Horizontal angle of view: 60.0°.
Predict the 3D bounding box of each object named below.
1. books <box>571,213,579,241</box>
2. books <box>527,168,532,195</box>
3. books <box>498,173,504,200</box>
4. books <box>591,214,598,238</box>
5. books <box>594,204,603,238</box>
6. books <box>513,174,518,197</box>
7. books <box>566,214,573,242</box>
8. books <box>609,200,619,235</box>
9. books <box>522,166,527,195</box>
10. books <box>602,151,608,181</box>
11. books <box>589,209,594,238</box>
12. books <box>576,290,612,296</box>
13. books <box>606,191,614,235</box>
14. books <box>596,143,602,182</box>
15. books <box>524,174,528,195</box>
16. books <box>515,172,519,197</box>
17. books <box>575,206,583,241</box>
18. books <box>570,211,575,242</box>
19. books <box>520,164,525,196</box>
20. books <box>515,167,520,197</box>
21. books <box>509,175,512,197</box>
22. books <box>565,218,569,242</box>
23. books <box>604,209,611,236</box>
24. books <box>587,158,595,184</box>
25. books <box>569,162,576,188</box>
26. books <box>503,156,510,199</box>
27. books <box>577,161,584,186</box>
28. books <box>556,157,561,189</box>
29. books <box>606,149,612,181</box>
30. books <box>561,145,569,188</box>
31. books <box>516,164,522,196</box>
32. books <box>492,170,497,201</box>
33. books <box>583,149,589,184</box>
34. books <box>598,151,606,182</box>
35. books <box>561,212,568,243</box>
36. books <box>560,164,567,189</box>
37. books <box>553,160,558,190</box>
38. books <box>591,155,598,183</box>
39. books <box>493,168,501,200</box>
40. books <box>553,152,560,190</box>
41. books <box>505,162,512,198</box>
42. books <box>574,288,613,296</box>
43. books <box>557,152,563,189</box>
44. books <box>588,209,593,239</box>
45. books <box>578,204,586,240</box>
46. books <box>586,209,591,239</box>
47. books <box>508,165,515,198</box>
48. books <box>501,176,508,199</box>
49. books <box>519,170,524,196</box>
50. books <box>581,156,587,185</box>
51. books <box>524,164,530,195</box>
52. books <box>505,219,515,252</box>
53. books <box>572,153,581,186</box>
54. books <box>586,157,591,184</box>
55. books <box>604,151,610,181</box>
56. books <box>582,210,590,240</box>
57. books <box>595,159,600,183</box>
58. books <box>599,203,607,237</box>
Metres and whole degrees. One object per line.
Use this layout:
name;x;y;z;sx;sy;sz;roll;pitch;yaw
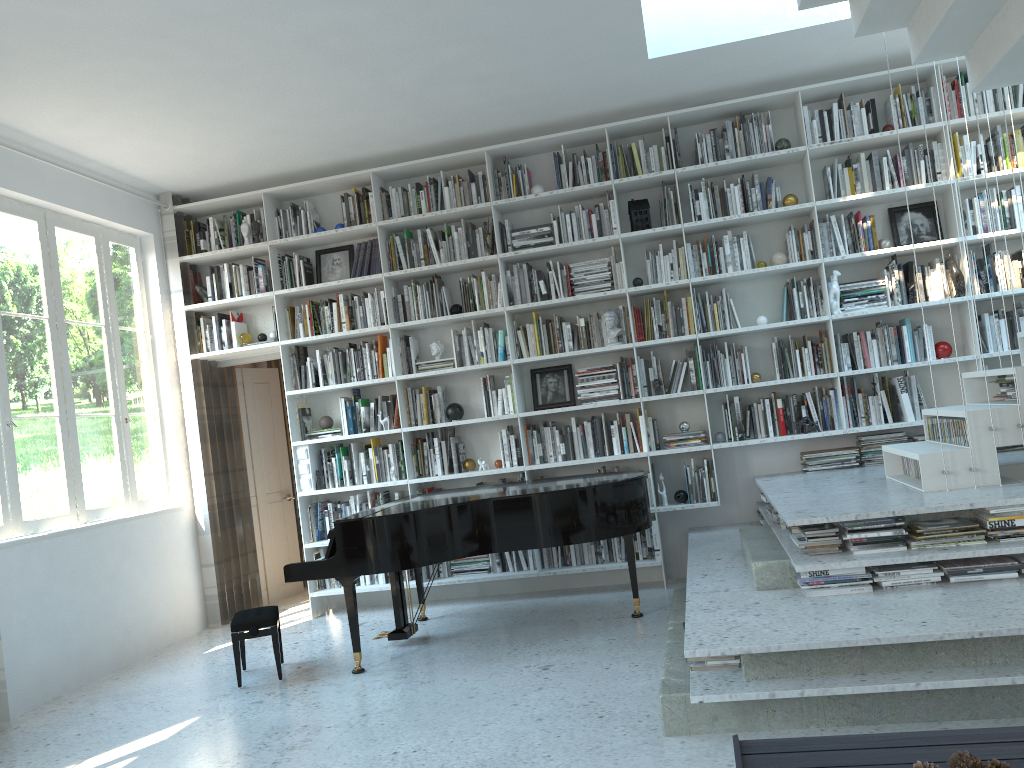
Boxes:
books;0.452;-1.067;6.193;0.028;0.219;0.183;-8;-2;11
books;0.133;-1.401;6.282;0.004;0.235;0.137;-8;-2;11
books;-0.059;-1.372;6.312;0.023;0.227;0.157;-8;-2;11
books;0.586;-1.070;6.158;0.029;0.188;0.176;-8;-2;11
books;0.611;-1.104;6.152;0.032;0.248;0.173;-8;-2;11
books;0.034;-1.369;6.286;0.023;0.195;0.172;-8;-2;11
books;0.413;-1.061;6.198;0.027;0.216;0.190;-8;-2;11
books;0.712;-1.114;6.077;0.037;0.237;0.272;-8;-2;11
books;0.103;-1.405;6.286;0.013;0.249;0.148;-8;-2;11
books;0.658;-1.477;6.167;0.014;0.244;0.145;-8;-2;11
books;0.564;-1.088;6.167;0.012;0.230;0.158;-8;-2;11
books;0.574;-0.622;6.169;0.254;0.012;0.161;-8;-3;7
books;0.686;-1.156;6.148;0.012;0.334;0.155;-8;-2;11
books;0.614;-1.503;6.174;0.012;0.308;0.138;-8;-2;11
books;0.116;-1.375;6.273;0.010;0.186;0.152;-8;-2;11
books;0.050;-1.389;6.303;0.006;0.233;0.136;-8;-2;11
books;0.481;-1.097;6.208;0.029;0.273;0.140;-8;-2;11
books;0.433;-1.077;6.207;0.012;0.244;0.131;-8;-2;11
books;0.090;-1.407;6.269;0.005;0.255;0.168;-8;-2;11
books;0.056;-1.398;6.288;0.014;0.248;0.139;-8;-2;11
books;0.010;-1.370;6.305;0.011;0.205;0.145;-8;-2;11
books;0.399;-1.052;6.216;0.011;0.204;0.133;-8;-2;11
books;0.672;-1.089;6.142;0.029;0.202;0.191;-8;-2;11
books;0.558;-1.444;6.153;0.023;0.202;0.193;-8;-2;11
books;0.422;-1.429;6.199;0.050;0.211;0.173;-8;-2;11
books;-0.022;-1.434;6.306;0.014;0.341;0.145;-8;-2;11
books;0.489;-1.434;6.183;0.033;0.203;0.166;-8;-2;11
books;0.342;-1.446;6.230;0.011;0.267;0.129;-8;-2;11
books;0.687;-1.488;6.159;0.022;0.257;0.136;-8;-2;11
books;0.384;-1.485;6.202;0.010;0.331;0.186;-8;-2;11
books;0.067;-1.408;6.280;0.013;0.264;0.147;-8;-2;11
books;-0.102;-1.379;6.322;0.012;0.254;0.161;-8;-2;11
books;0.527;-1.474;6.166;0.010;0.270;0.180;-8;-2;11
books;0.635;-1.474;6.161;0.028;0.244;0.161;-8;-2;11
books;0.379;-1.066;6.208;0.021;0.237;0.171;-8;-2;11
books;0.377;-1.421;6.226;0.031;0.208;0.146;-8;-2;11
books;0.320;-1.432;6.235;0.012;0.245;0.151;-8;-2;11
books;0.589;-1.462;6.192;0.026;0.233;0.137;-8;-2;11
books;-0.088;-1.382;6.299;0.026;0.253;0.185;-8;-2;11
books;0.325;-1.457;6.216;0.014;0.292;0.176;-8;-2;11
books;-0.009;-1.414;6.297;0.010;0.296;0.153;-8;-2;11
books;0.573;-0.634;6.172;0.254;0.012;0.161;-8;-3;14
books;0.349;-1.462;6.219;0.011;0.296;0.157;-8;-2;11
books;0.555;-1.086;6.175;0.010;0.230;0.152;-8;-2;11
books;0.502;-1.099;6.182;0.023;0.269;0.185;-8;-2;11
books;0.546;-1.089;6.189;0.011;0.239;0.139;-8;-2;11
books;0.011;-1.401;6.278;0.011;0.265;0.163;-8;-2;11
books;-0.035;-1.359;6.294;0.026;0.194;0.166;-8;-2;11
books;0.083;-1.387;6.272;0.016;0.219;0.144;-8;-2;11
books;0.516;-1.455;6.183;0.023;0.236;0.154;-8;-2;11
books;0.120;-1.411;6.265;0.011;0.256;0.143;-8;-2;11
books;-0.007;-1.021;6.271;0.021;0.249;0.191;-8;-2;11
books;0.459;-1.463;6.209;0.028;0.270;0.140;-8;-2;11
books;0.543;-1.449;6.173;0.012;0.217;0.179;-8;-2;11
books;0.670;-1.476;6.156;0.014;0.238;0.153;-8;-2;11
books;0.525;-1.079;6.169;0.023;0.223;0.190;-8;-2;11
books;0.609;-1.450;6.181;0.014;0.204;0.135;-8;-2;11
books;0.643;-1.114;6.162;0.029;0.261;0.133;-8;-2;11
